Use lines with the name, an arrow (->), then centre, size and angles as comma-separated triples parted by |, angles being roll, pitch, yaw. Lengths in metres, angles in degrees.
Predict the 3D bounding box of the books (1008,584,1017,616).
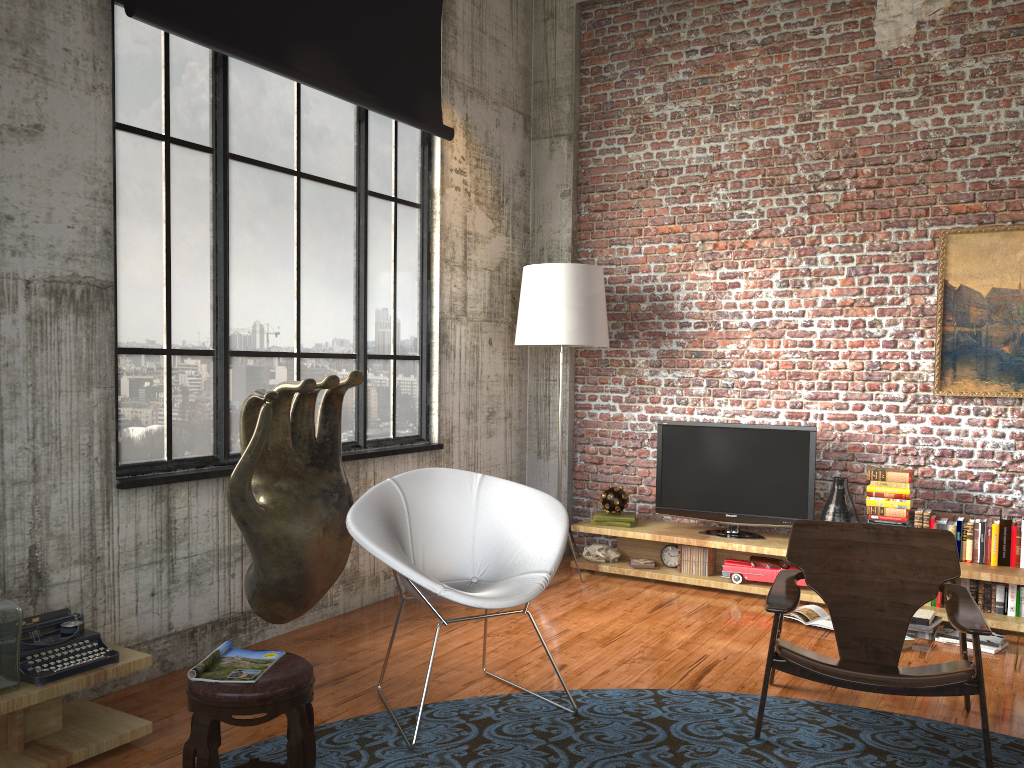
books -> 2.994, 1.267, 5.302 | 0.040, 0.219, 0.133 | 3, 3, 31

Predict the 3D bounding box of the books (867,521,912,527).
books -> 2.444, 0.910, 5.743 | 0.250, 0.026, 0.160 | 2, 1, 31

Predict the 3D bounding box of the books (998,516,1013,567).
books -> 3.026, 0.960, 5.437 | 0.066, 0.285, 0.197 | 3, 3, 30

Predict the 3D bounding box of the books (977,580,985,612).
books -> 2.844, 1.260, 5.372 | 0.033, 0.225, 0.105 | 3, 3, 31

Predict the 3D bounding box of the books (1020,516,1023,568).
books -> 3.117, 0.959, 5.374 | 0.053, 0.291, 0.176 | 3, 3, 30

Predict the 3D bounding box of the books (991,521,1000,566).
books -> 2.959, 0.971, 5.423 | 0.034, 0.254, 0.183 | 3, 3, 31

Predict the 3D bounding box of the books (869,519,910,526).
books -> 2.445, 0.884, 5.742 | 0.223, 0.027, 0.161 | 2, 1, 31

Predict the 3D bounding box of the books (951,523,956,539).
books -> 2.759, 0.981, 5.531 | 0.026, 0.224, 0.161 | 3, 3, 31

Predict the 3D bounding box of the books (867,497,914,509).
books -> 2.449, 0.759, 5.738 | 0.259, 0.060, 0.180 | 2, 2, 31

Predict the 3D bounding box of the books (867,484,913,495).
books -> 2.444, 0.677, 5.729 | 0.253, 0.034, 0.183 | 2, 1, 31

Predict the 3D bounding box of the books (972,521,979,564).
books -> 2.872, 0.970, 5.479 | 0.032, 0.251, 0.160 | 3, 3, 31

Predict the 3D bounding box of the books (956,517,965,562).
books -> 2.793, 0.966, 5.528 | 0.034, 0.254, 0.183 | 3, 3, 31

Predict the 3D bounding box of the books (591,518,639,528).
books -> 0.771, 1.026, 6.629 | 0.302, 0.037, 0.243 | 1, 1, 23

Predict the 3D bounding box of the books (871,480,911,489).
books -> 2.457, 0.642, 5.733 | 0.231, 0.037, 0.168 | 2, 1, 31

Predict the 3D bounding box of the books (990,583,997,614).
books -> 2.911, 1.283, 5.353 | 0.028, 0.182, 0.120 | 3, 3, 31

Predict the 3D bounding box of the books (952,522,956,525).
books -> 2.759, 0.981, 5.532 | 0.024, 0.224, 0.159 | 3, 3, 31

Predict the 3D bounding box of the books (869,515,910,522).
books -> 2.444, 0.858, 5.738 | 0.223, 0.026, 0.161 | 2, 1, 31

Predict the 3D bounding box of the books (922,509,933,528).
books -> 2.637, 0.947, 5.630 | 0.040, 0.285, 0.198 | 3, 3, 31

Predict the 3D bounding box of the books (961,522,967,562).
books -> 2.817, 0.982, 5.511 | 0.027, 0.224, 0.161 | 3, 3, 31

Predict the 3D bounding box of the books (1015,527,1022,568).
books -> 3.078, 0.992, 5.388 | 0.026, 0.223, 0.161 | 3, 3, 30

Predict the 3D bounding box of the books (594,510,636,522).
books -> 0.772, 0.989, 6.627 | 0.302, 0.037, 0.243 | 1, 1, 11

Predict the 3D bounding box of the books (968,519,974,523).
books -> 2.842, 0.969, 5.492 | 0.031, 0.240, 0.165 | 3, 3, 31

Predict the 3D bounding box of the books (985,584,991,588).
books -> 2.876, 1.295, 5.360 | 0.032, 0.151, 0.105 | 3, 3, 31

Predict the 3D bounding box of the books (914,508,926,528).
books -> 2.592, 0.943, 5.637 | 0.044, 0.291, 0.176 | 3, 3, 31

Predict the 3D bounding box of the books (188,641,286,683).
books -> -0.944, 0.958, 3.064 | 0.229, 0.043, 0.300 | 1, 1, 5

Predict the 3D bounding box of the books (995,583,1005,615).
books -> 2.939, 1.282, 5.333 | 0.043, 0.186, 0.129 | 3, 3, 31

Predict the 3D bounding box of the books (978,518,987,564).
books -> 2.901, 0.966, 5.464 | 0.034, 0.260, 0.180 | 3, 3, 31

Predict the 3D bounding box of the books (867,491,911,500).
books -> 2.446, 0.712, 5.735 | 0.253, 0.034, 0.183 | 2, 1, 31

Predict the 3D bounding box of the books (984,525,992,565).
books -> 2.938, 0.981, 5.456 | 0.037, 0.231, 0.168 | 3, 3, 31

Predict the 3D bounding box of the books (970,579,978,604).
books -> 2.818, 1.278, 5.404 | 0.043, 0.187, 0.142 | 3, 3, 31

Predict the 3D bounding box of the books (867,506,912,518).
books -> 2.447, 0.817, 5.741 | 0.246, 0.057, 0.171 | 2, 2, 31

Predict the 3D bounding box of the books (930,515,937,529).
books -> 2.661, 0.964, 5.606 | 0.026, 0.251, 0.160 | 3, 3, 31

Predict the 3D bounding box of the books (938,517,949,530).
books -> 2.708, 0.971, 5.567 | 0.045, 0.240, 0.174 | 3, 3, 31

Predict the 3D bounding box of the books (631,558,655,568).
books -> 0.947, 1.300, 6.433 | 0.166, 0.021, 0.210 | 1, 1, 6

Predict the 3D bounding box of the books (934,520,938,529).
books -> 2.678, 0.979, 5.586 | 0.026, 0.224, 0.161 | 3, 3, 31

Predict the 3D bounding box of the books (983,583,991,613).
books -> 2.876, 1.295, 5.360 | 0.036, 0.156, 0.108 | 3, 3, 31

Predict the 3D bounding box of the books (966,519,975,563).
books -> 2.842, 0.971, 5.494 | 0.032, 0.247, 0.171 | 3, 3, 31

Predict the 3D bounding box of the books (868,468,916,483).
books -> 2.459, 0.590, 5.738 | 0.259, 0.066, 0.198 | 2, 2, 31

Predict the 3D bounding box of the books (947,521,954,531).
books -> 2.741, 0.980, 5.552 | 0.027, 0.224, 0.161 | 3, 3, 31

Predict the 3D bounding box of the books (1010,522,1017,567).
books -> 3.058, 0.978, 5.402 | 0.026, 0.251, 0.160 | 3, 3, 30

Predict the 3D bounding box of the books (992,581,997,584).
books -> 2.911, 1.283, 5.354 | 0.026, 0.176, 0.119 | 3, 3, 31
